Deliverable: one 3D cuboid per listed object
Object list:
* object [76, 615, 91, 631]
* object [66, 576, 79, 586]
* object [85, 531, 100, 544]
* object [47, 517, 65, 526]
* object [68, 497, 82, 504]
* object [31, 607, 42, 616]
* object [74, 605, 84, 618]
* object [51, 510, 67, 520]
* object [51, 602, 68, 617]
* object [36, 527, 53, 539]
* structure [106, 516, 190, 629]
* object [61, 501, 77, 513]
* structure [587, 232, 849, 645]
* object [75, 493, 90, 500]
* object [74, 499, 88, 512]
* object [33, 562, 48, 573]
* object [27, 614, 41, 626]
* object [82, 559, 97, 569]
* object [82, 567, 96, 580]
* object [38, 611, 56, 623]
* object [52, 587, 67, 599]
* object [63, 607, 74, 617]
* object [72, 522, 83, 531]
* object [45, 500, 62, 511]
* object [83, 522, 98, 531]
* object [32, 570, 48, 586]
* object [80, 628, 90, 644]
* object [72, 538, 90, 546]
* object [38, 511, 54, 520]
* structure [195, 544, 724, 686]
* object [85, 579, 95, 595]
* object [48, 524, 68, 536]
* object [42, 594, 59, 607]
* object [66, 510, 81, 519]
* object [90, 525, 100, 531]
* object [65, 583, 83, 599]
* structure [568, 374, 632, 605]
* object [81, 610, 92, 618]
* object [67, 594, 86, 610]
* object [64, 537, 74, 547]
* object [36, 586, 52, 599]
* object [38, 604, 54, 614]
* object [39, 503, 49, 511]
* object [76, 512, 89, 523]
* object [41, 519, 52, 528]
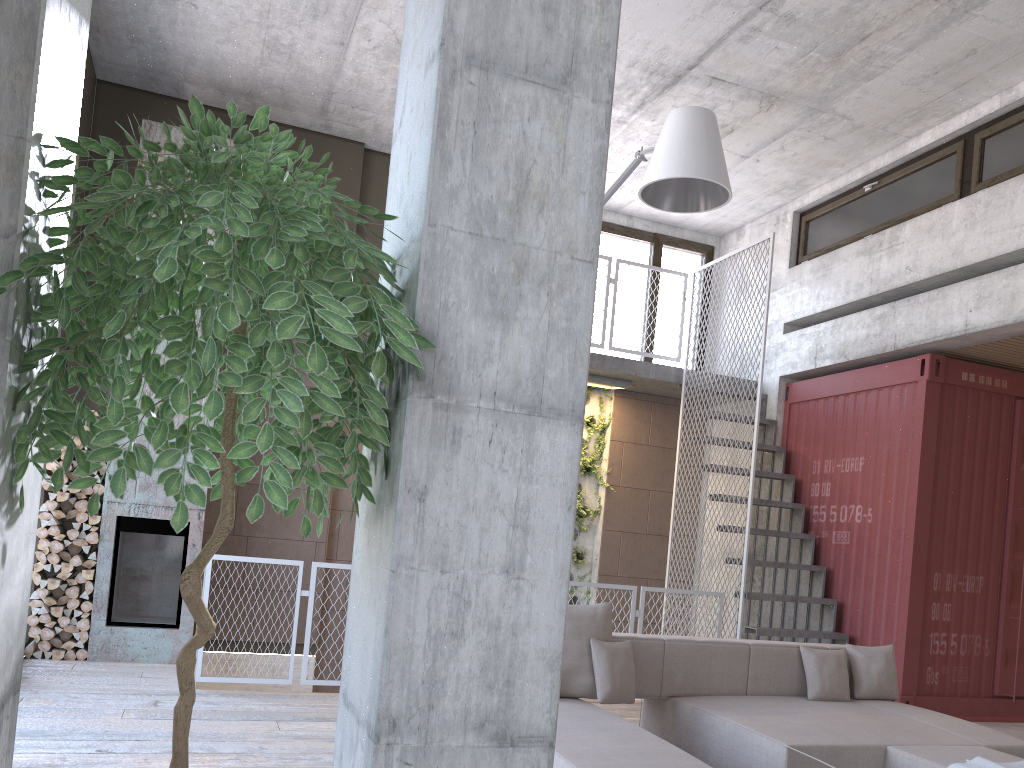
[{"bbox_3d":[-3.566,1.989,7.317,0.101,0.101,0.295,7,-9,-20],"label":"object"},{"bbox_3d":[-3.666,1.652,7.352,0.089,0.056,0.335,8,-10,-18],"label":"object"},{"bbox_3d":[-3.501,1.281,7.335,0.101,0.101,0.295,7,-9,-20],"label":"object"},{"bbox_3d":[-3.768,1.137,7.258,0.072,0.072,0.426,7,-10,-18],"label":"object"},{"bbox_3d":[-3.670,0.977,7.372,0.065,0.073,0.362,7,-10,-17],"label":"object"},{"bbox_3d":[-3.920,1.880,7.298,0.067,0.084,0.429,7,-10,-17],"label":"object"},{"bbox_3d":[-3.634,1.917,7.406,0.068,0.066,0.426,7,-10,-18],"label":"object"},{"bbox_3d":[-3.778,1.100,7.370,0.115,0.078,0.439,8,-10,-18],"label":"object"},{"bbox_3d":[-3.779,1.886,7.351,0.094,0.082,0.483,7,-10,-18],"label":"object"},{"bbox_3d":[-3.887,1.237,7.322,0.092,0.091,0.441,7,-10,-18],"label":"object"},{"bbox_3d":[-3.093,1.607,7.473,0.579,0.920,0.056,7,-2,-20],"label":"structure"},{"bbox_3d":[-3.747,1.042,7.428,0.104,0.101,0.294,7,-9,-18],"label":"object"},{"bbox_3d":[0.966,0.809,8.504,3.704,4.278,3.050,7,-5,-19],"label":"structure"},{"bbox_3d":[-3.601,0.944,7.370,0.089,0.056,0.335,8,-10,-18],"label":"object"},{"bbox_3d":[-3.593,1.015,7.341,0.099,0.106,0.296,7,-9,-20],"label":"object"},{"bbox_3d":[-3.919,1.516,7.323,0.080,0.106,0.440,7,-9,-19],"label":"object"},{"bbox_3d":[-3.952,1.945,7.305,0.092,0.091,0.441,7,-10,-18],"label":"object"},{"bbox_3d":[-3.570,1.521,7.449,0.115,0.078,0.438,8,-10,-20],"label":"object"},{"bbox_3d":[-3.562,1.598,7.427,0.094,0.082,0.483,7,-10,-18],"label":"object"},{"bbox_3d":[-3.869,1.930,7.339,0.091,0.088,0.459,7,-10,-18],"label":"object"},{"bbox_3d":[-3.811,1.750,7.411,0.104,0.101,0.294,7,-9,-18],"label":"object"},{"bbox_3d":[-3.710,1.907,7.378,0.067,0.066,0.426,7,-10,-18],"label":"object"},{"bbox_3d":[-3.645,1.199,7.396,0.067,0.066,0.426,7,-10,-18],"label":"object"},{"bbox_3d":[-3.803,1.016,7.318,0.091,0.088,0.459,7,-10,-17],"label":"object"},{"bbox_3d":[-3.569,1.209,7.423,0.068,0.066,0.426,7,-10,-18],"label":"object"},{"bbox_3d":[-3.944,1.615,7.326,0.070,0.116,0.367,7,-9,-19],"label":"object"},{"bbox_3d":[-3.578,2.104,7.389,0.064,0.124,0.367,6,-9,-18],"label":"object"},{"bbox_3d":[-3.614,1.327,7.392,0.122,0.067,0.366,8,-10,-18],"label":"object"},{"bbox_3d":[-3.859,1.096,7.301,0.122,0.067,0.366,8,-10,-20],"label":"object"},{"bbox_3d":[-0.523,2.157,8.064,4.454,0.925,1.942,9,-9,-20],"label":"structure"},{"bbox_3d":[-3.542,1.707,7.399,0.064,0.124,0.367,6,-9,-18],"label":"object"},{"bbox_3d":[-3.804,1.222,7.356,0.091,0.088,0.459,7,-10,-18],"label":"object"},{"bbox_3d":[-3.843,1.808,7.353,0.115,0.078,0.439,8,-10,-18],"label":"object"},{"bbox_3d":[-3.686,1.104,7.415,0.102,0.085,0.366,7,-10,-18],"label":"object"},{"bbox_3d":[-3.487,1.207,7.339,0.063,0.047,0.252,8,-10,-20],"label":"object"},{"bbox_3d":[-3.657,1.723,7.323,0.099,0.106,0.296,7,-9,-20],"label":"object"},{"bbox_3d":[-0.018,1.437,9.341,2.642,3.789,1.006,7,-2,-20],"label":"structure"},{"bbox_3d":[-3.551,1.915,7.321,0.063,0.047,0.252,8,-10,-20],"label":"object"},{"bbox_3d":[-3.670,1.835,7.399,0.093,0.092,0.441,7,-10,-18],"label":"object"},{"bbox_3d":[-3.711,1.326,7.360,0.065,0.073,0.362,7,-10,-21],"label":"object"},{"bbox_3d":[-3.868,1.724,7.301,0.091,0.088,0.459,7,-10,-17],"label":"object"},{"bbox_3d":[-3.832,1.845,7.240,0.072,0.072,0.426,7,-10,-18],"label":"object"},{"bbox_3d":[-3.871,1.030,7.325,0.067,0.070,0.427,7,-10,-18],"label":"object"},{"bbox_3d":[-3.605,1.127,7.416,0.093,0.092,0.441,7,-10,-18],"label":"object"},{"bbox_3d":[-3.856,1.172,7.315,0.067,0.084,0.429,7,-10,-17],"label":"object"}]
